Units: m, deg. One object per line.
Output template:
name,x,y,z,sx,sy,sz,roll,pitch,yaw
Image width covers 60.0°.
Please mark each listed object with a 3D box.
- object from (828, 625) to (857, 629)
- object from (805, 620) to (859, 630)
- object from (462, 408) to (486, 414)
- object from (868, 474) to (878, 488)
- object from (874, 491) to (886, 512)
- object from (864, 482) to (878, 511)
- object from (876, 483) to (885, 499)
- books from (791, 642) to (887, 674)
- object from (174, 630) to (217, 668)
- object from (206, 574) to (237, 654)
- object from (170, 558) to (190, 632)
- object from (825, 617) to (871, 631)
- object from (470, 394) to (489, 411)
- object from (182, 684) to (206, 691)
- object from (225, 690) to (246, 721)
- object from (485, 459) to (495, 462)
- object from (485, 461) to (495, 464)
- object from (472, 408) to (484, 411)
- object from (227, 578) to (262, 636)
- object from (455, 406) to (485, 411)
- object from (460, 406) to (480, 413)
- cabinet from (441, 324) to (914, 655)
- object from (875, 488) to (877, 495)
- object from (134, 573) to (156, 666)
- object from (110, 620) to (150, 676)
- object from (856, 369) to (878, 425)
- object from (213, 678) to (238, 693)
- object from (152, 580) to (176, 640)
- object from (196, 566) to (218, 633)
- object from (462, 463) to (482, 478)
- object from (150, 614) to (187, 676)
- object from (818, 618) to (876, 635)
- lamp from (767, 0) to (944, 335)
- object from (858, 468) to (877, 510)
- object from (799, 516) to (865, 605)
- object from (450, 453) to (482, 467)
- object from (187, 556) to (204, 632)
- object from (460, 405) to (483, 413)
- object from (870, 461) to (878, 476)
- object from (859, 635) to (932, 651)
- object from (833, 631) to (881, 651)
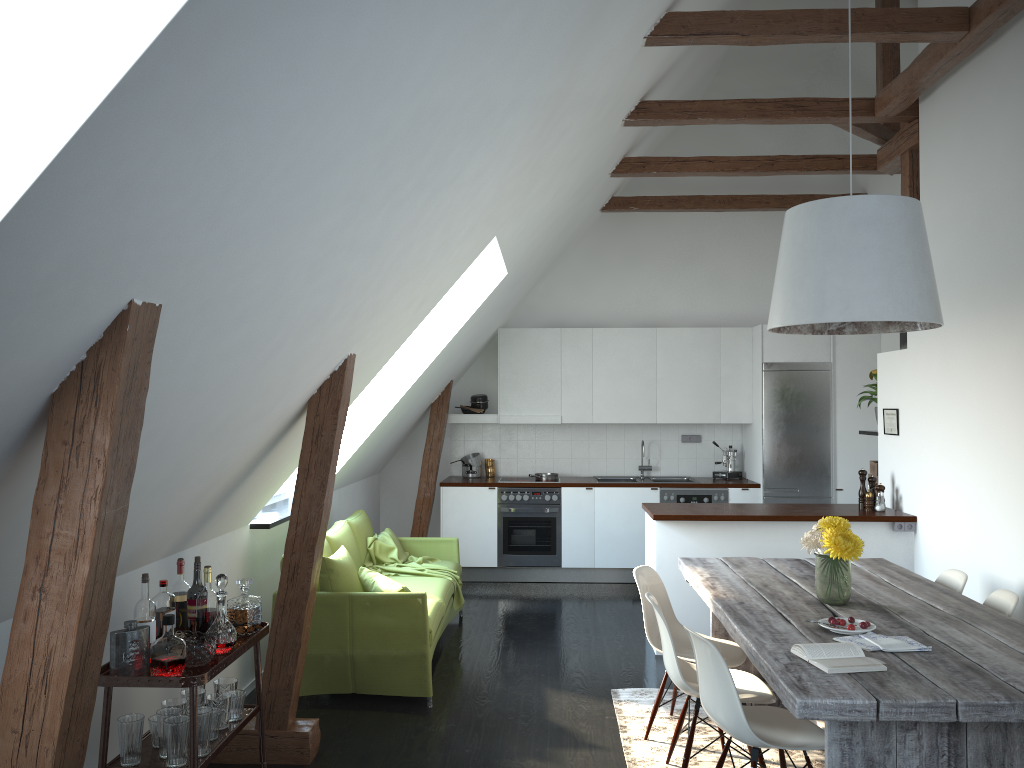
object,1.236,0.906,3.320,0.110,0.011,0.058,0,-1,6
object,1.198,0.900,3.316,0.194,0.022,0.019,0,-1,18
object,-0.369,0.266,8.665,0.243,0.056,0.350,0,-1,-9
object,2.850,0.726,6.563,0.287,0.101,0.329,0,-1,-3
object,2.466,0.786,5.937,0.069,0.135,0.069,1,-2,-23
object,2.418,0.759,5.983,0.080,0.192,0.058,0,-1,-14
object,2.497,0.764,6.006,0.058,0.184,0.058,0,-1,-1
books,1.071,0.893,2.922,0.202,0.042,0.251,0,-1,-9
object,-1.151,0.946,3.158,0.245,0.092,0.151,-1,-2,31
object,-1.078,0.851,3.289,0.114,0.292,0.114,1,-2,-25
object,-1.323,0.850,3.537,0.081,0.308,0.081,0,-1,-6
object,1.267,0.899,3.330,0.132,0.034,0.144,1,-2,-26
object,-0.322,0.182,8.728,0.190,0.166,0.200,1,-2,-35
object,-1.278,1.250,3.559,0.095,0.119,0.095,1,-2,-36
object,-1.087,1.258,3.465,0.092,0.099,0.092,1,-1,-20
object,-0.221,0.765,8.778,0.100,0.047,0.099,0,-1,-2
object,-0.222,0.786,8.778,0.100,0.036,0.100,-1,-2,31
object,-0.370,0.245,8.667,0.065,0.031,0.335,1,-2,-40
object,-1.082,0.897,3.588,0.101,0.211,0.101,0,-1,17
object,-0.440,0.252,8.707,0.357,0.075,0.244,1,-2,-27
object,-0.411,0.248,8.614,0.065,0.065,0.332,1,-2,-30
cabinet,1.412,0.626,7.306,4.208,2.369,3.033,0,-1,2
object,2.850,0.825,6.560,0.329,0.101,0.287,0,-1,12
object,-1.301,0.833,3.142,0.073,0.320,0.073,0,-1,-7
object,-1.297,0.901,3.020,0.052,0.182,0.135,-1,-2,39
object,2.835,0.109,6.638,0.493,0.486,0.506,-1,-1,22
object,-1.149,1.250,3.557,0.095,0.119,0.095,1,-2,-36
object,-1.316,0.870,3.345,0.067,0.257,0.099,0,-1,7
object,-1.160,0.847,3.377,0.081,0.307,0.081,0,-1,8
object,-0.373,0.841,8.683,0.200,0.154,0.348,0,-1,-18
object,-1.164,0.886,3.003,0.087,0.206,0.087,-1,-2,27
object,1.253,0.910,3.320,0.205,0.024,0.205,0,-1,-6
lamp,1.466,-1.639,3.807,0.757,2.813,0.697,1,-2,-38
object,2.432,0.716,6.067,0.123,0.283,0.061,0,-1,2
object,1.374,0.749,3.785,0.233,0.365,0.293,1,-2,-27
object,-0.468,0.764,8.719,0.371,0.169,0.203,1,-2,-25
object,-1.222,0.835,3.442,0.080,0.329,0.080,0,-1,-7
object,-0.399,0.241,8.624,0.061,0.077,0.331,1,-2,-39
object,2.853,0.624,6.575,0.329,0.101,0.287,0,-1,12
object,1.348,0.908,3.119,0.182,0.016,0.179,0,-1,-3
object,1.265,0.910,3.139,0.182,0.014,0.185,1,-2,-24
